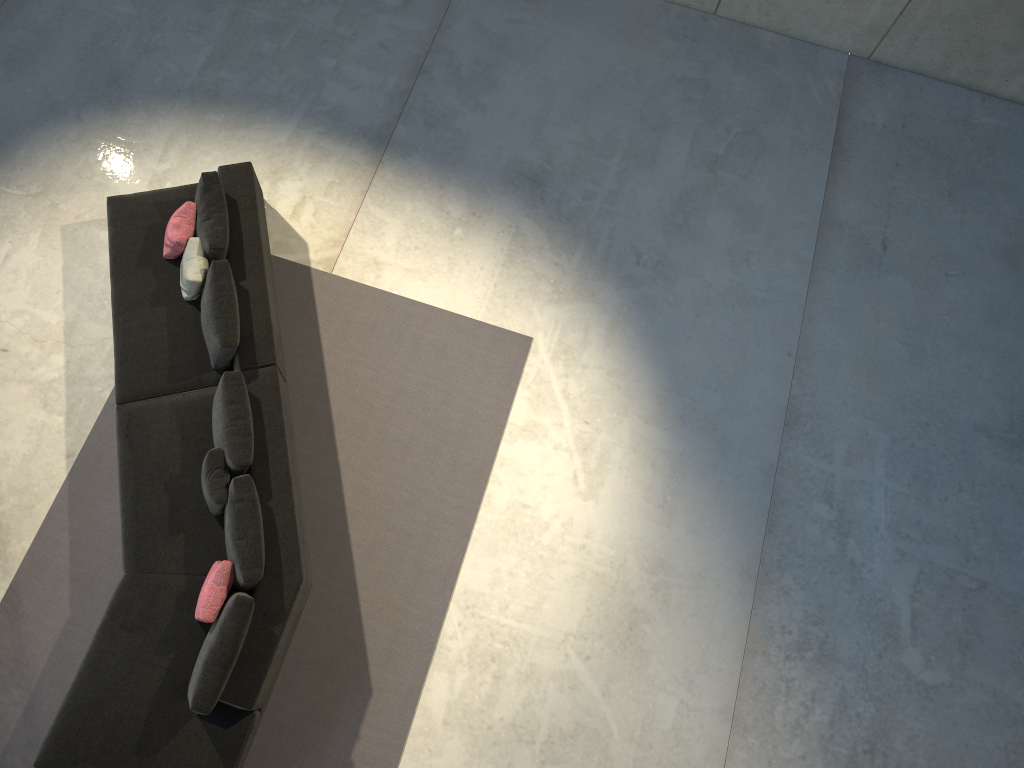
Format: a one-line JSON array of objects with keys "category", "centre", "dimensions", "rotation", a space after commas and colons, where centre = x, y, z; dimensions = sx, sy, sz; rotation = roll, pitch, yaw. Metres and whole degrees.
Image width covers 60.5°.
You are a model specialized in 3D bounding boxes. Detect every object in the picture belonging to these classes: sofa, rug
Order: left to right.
[{"category": "sofa", "centre": [-2.022, 0.472, 5.610], "dimensions": [1.469, 0.537, 4.288], "rotation": [-2, 67, -5]}, {"category": "rug", "centre": [-1.640, 0.927, 5.740], "dimensions": [2.651, 0.019, 3.817], "rotation": [17, 67, 3]}]

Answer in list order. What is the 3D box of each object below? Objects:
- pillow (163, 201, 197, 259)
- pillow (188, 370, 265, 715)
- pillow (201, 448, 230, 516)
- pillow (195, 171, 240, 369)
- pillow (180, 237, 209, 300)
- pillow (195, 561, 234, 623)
[{"category": "pillow", "centre": [-2.253, -1.050, 5.968], "dimensions": [0.249, 0.273, 0.355], "rotation": [5, 69, -3]}, {"category": "pillow", "centre": [-1.645, 0.875, 5.174], "dimensions": [0.434, 0.399, 1.996], "rotation": [-1, 67, -5]}, {"category": "pillow", "centre": [-1.781, 0.584, 5.289], "dimensions": [0.198, 0.304, 0.373], "rotation": [-12, 70, -8]}, {"category": "pillow", "centre": [-1.976, -0.778, 5.860], "dimensions": [0.272, 0.389, 1.366], "rotation": [-10, 68, -8]}, {"category": "pillow", "centre": [-2.129, -0.770, 5.859], "dimensions": [0.221, 0.285, 0.359], "rotation": [-7, 70, -7]}, {"category": "pillow", "centre": [-1.709, 1.189, 5.036], "dimensions": [0.199, 0.293, 0.359], "rotation": [13, 69, 0]}]
